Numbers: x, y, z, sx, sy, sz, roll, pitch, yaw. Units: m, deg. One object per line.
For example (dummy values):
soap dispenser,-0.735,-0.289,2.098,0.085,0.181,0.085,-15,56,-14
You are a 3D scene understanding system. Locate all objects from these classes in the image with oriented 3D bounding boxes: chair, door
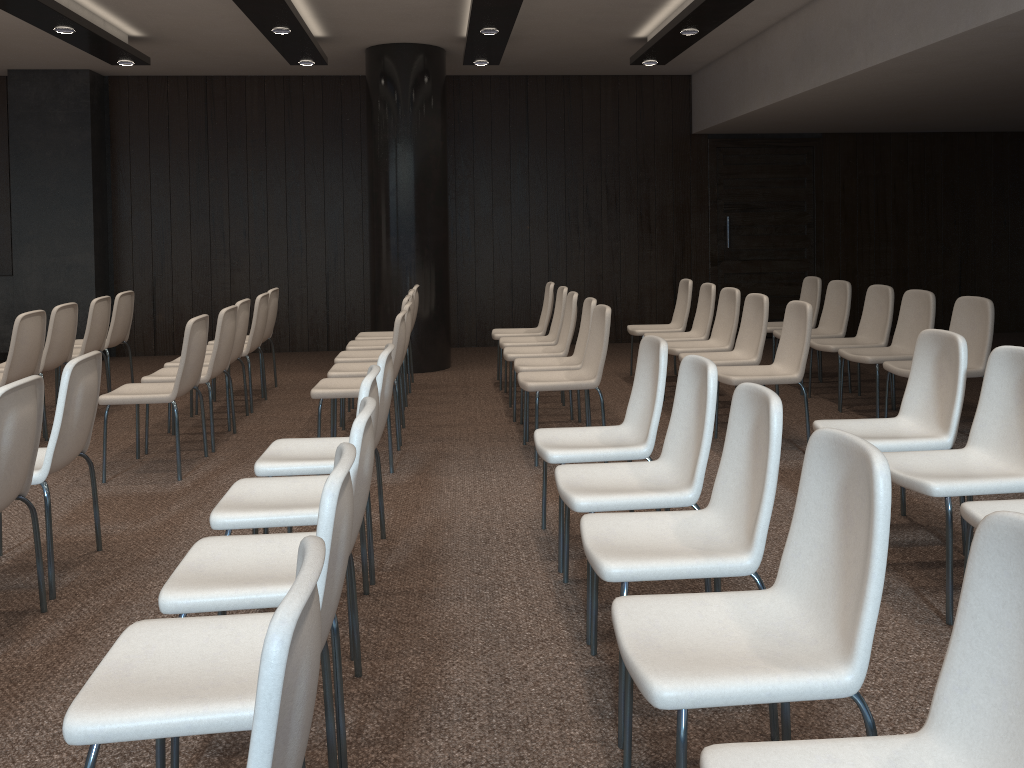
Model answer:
chair,1.545,-0.058,5.411,0.558,0.894,0.536,-1,4,-3
chair,-1.893,0.438,2.930,0.558,0.894,0.536,-1,4,-4
chair,-2.282,-0.370,7.509,0.558,0.894,0.536,-1,4,-2
chair,0.177,-0.337,7.106,0.558,0.894,0.536,-1,4,-4
chair,-3.433,-0.228,6.816,0.558,0.894,0.536,-1,4,-5
chair,2.631,-0.205,6.138,0.558,0.894,0.536,-1,4,-6
chair,-1.010,-0.197,6.423,0.558,0.894,0.536,-1,4,-4
chair,2.480,-0.516,7.904,0.558,0.894,0.536,-1,4,-3
chair,0.100,-0.444,7.711,0.558,0.894,0.536,-1,4,-3
chair,-1.078,-0.410,7.625,0.558,0.894,0.536,-1,4,-4
chair,2.590,-0.302,6.691,0.558,0.894,0.536,-1,4,-5
chair,-3.316,-0.017,5.618,0.558,0.894,0.536,-1,4,-2
chair,1.654,0.220,3.838,0.558,0.894,0.536,-1,4,-3
chair,-3.395,-0.120,6.203,0.558,0.894,0.536,-1,4,-2
chair,0.293,-0.127,5.909,0.558,0.894,0.536,-1,4,-3
chair,1.681,0.322,3.261,0.558,0.894,0.536,-1,4,-5
chair,1.433,-0.278,6.656,0.558,0.894,0.536,-1,4,-6
chair,0.381,0.253,3.767,0.558,0.894,0.536,-1,4,-5
chair,1.721,0.431,2.641,0.558,0.894,0.536,-1,4,-5
chair,1.326,-0.486,7.839,0.558,0.894,0.536,-1,4,-2
chair,-2.176,-0.160,6.318,0.558,0.894,0.536,-1,4,-3
chair,-0.608,0.605,1.875,0.558,0.894,0.536,-1,4,-6
chair,-0.730,0.399,3.041,0.558,0.894,0.536,-1,4,-4
chair,0.489,0.463,2.572,0.558,0.894,0.536,-1,4,-3
chair,0.443,0.360,3.157,0.558,0.894,0.536,-1,4,-5
chair,-0.546,0.713,1.261,0.558,0.894,0.536,-1,4,-6
chair,-2.202,-0.265,6.913,0.558,0.894,0.536,-1,4,-3
chair,-0.933,-0.091,5.817,0.558,0.894,0.536,-1,4,-4
chair,-1.051,-0.307,7.048,0.558,0.894,0.536,-1,4,-6
chair,1.388,-0.379,7.230,0.558,0.894,0.536,-1,4,-3
chair,0.321,-0.025,5.334,0.558,0.894,0.536,-1,4,-6
chair,0.519,0.573,1.954,0.558,0.894,0.536,-1,4,-4
chair,-0.759,0.293,3.641,0.558,0.894,0.536,-1,4,-3
chair,0.600,0.681,1.335,0.558,0.894,0.536,-1,4,-4
chair,-1.970,0.331,3.540,0.558,0.894,0.536,-1,4,-6
chair,-0.896,0.018,5.204,0.558,0.894,0.536,-1,4,-2
chair,-2.090,-0.058,5.740,0.558,0.894,0.536,-1,4,-2
chair,-2.070,0.051,5.125,0.558,0.894,0.536,-1,4,-3
chair,0.214,-0.229,6.494,0.558,0.894,0.536,-1,4,-3
chair,1.463,-0.168,6.036,0.558,0.894,0.536,-1,4,-6
chair,2.693,-0.097,5.524,0.558,0.894,0.536,-1,4,-6
chair,-3.510,-0.334,7.420,0.558,0.894,0.536,-1,4,-3
door,3.034,-1.743,10.530,1.400,2.391,0.270,-1,1,-5
chair,2.509,-0.411,7.308,0.558,0.894,0.536,-1,4,-6
chair,-0.649,0.507,2.428,0.558,0.894,0.536,-1,4,-5

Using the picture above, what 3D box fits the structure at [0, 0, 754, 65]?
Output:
structure,-4.735,-2.272,3.868,13.145,0.228,8.181,-2,10,-5
